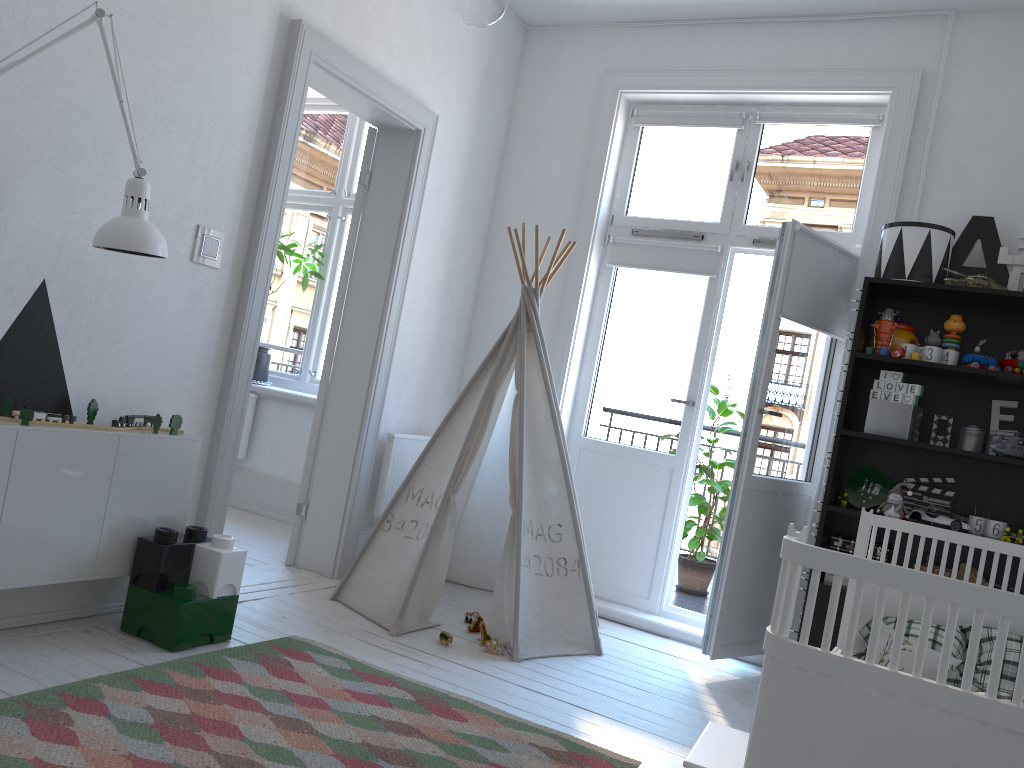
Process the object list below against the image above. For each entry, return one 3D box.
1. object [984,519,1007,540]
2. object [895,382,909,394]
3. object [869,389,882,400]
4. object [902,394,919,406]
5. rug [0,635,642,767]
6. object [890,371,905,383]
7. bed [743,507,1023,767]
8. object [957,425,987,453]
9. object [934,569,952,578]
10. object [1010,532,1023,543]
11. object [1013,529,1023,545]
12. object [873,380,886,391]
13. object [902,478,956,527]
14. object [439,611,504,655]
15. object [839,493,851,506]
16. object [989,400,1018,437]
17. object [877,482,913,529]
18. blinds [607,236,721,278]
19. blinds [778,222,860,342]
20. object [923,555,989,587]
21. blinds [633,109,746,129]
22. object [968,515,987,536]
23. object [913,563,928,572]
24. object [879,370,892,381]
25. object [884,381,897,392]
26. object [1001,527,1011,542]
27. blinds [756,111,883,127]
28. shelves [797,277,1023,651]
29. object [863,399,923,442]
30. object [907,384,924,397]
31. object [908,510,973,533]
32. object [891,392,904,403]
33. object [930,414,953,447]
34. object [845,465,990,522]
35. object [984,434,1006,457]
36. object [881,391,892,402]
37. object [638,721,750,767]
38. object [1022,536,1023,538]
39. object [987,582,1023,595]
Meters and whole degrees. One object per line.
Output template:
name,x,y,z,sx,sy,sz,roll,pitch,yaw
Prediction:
object,1.791,0.541,3.284,0.067,0.067,0.067,10,-1,42
object,1.517,0.018,3.435,0.040,0.040,0.040,11,-1,-32
object,1.440,0.046,3.500,0.040,0.040,0.040,10,-1,43
object,1.534,0.062,3.413,0.040,0.040,0.040,11,-1,-32
rug,-0.639,0.868,1.897,1.319,0.016,2.030,10,-1,28
object,1.502,-0.025,3.457,0.040,0.040,0.040,10,-1,38
bed,0.927,0.746,1.800,0.670,0.832,1.405,10,-1,28
object,1.807,0.218,3.489,0.095,0.110,0.095,10,-1,32
object,1.629,0.728,3.353,0.050,0.050,0.050,11,-1,-42
object,1.898,0.580,3.403,0.163,0.034,0.070,10,-1,28
object,1.858,0.559,3.248,0.042,0.054,0.031,10,-1,28
object,1.451,0.007,3.496,0.040,0.040,0.040,10,-1,38
object,1.655,0.454,3.541,0.200,0.199,0.048,10,-1,28
object,0.016,0.885,3.647,0.385,0.283,0.857,10,-1,19
object,1.361,0.472,3.632,0.042,0.054,0.031,10,-1,38
object,1.933,0.136,3.482,0.107,0.151,0.055,10,-1,28
object,1.447,0.459,3.346,0.110,0.186,0.129,11,-1,15
blinds,0.744,-0.633,4.392,0.565,0.158,0.032,10,-1,28
blinds,1.319,-0.417,3.757,0.566,0.390,0.032,11,-1,-42
object,1.703,0.779,3.444,0.337,0.186,0.111,10,-1,43
blinds,0.873,-1.315,4.398,0.565,0.087,0.032,10,-1,28
object,1.761,0.536,3.353,0.067,0.067,0.067,10,-1,42
object,1.559,0.716,3.388,0.050,0.050,0.050,10,-1,28
object,1.471,-0.030,3.485,0.040,0.040,0.040,10,-1,33
object,1.484,0.013,3.466,0.040,0.040,0.040,11,-1,-42
object,1.797,0.547,3.220,0.042,0.054,0.031,11,-1,-12
blinds,1.417,-1.230,4.112,0.565,0.060,0.032,10,-1,28
shelves,1.699,0.490,3.405,0.911,1.677,0.353,10,-1,28
object,1.496,0.145,3.480,0.170,0.138,0.124,10,-1,43
object,1.550,0.024,3.405,0.040,0.040,0.040,11,-1,-37
object,1.631,0.522,3.377,0.098,0.048,0.230,11,-1,-37
object,1.500,0.056,3.444,0.040,0.040,0.040,10,-1,43
object,1.730,0.193,3.570,0.070,0.134,0.028,10,-1,27
object,1.626,0.482,3.582,0.542,0.239,0.093,10,-1,28
object,1.854,0.233,3.369,0.078,0.091,0.246,10,-1,22
object,1.473,0.052,3.479,0.040,0.040,0.040,10,-1,33
object,0.423,0.954,2.070,0.288,0.245,0.332,10,-1,23
object,1.871,0.561,3.208,0.031,0.054,0.042,11,-1,-17
object,1.871,0.839,3.452,0.347,0.120,0.034,10,-1,28
